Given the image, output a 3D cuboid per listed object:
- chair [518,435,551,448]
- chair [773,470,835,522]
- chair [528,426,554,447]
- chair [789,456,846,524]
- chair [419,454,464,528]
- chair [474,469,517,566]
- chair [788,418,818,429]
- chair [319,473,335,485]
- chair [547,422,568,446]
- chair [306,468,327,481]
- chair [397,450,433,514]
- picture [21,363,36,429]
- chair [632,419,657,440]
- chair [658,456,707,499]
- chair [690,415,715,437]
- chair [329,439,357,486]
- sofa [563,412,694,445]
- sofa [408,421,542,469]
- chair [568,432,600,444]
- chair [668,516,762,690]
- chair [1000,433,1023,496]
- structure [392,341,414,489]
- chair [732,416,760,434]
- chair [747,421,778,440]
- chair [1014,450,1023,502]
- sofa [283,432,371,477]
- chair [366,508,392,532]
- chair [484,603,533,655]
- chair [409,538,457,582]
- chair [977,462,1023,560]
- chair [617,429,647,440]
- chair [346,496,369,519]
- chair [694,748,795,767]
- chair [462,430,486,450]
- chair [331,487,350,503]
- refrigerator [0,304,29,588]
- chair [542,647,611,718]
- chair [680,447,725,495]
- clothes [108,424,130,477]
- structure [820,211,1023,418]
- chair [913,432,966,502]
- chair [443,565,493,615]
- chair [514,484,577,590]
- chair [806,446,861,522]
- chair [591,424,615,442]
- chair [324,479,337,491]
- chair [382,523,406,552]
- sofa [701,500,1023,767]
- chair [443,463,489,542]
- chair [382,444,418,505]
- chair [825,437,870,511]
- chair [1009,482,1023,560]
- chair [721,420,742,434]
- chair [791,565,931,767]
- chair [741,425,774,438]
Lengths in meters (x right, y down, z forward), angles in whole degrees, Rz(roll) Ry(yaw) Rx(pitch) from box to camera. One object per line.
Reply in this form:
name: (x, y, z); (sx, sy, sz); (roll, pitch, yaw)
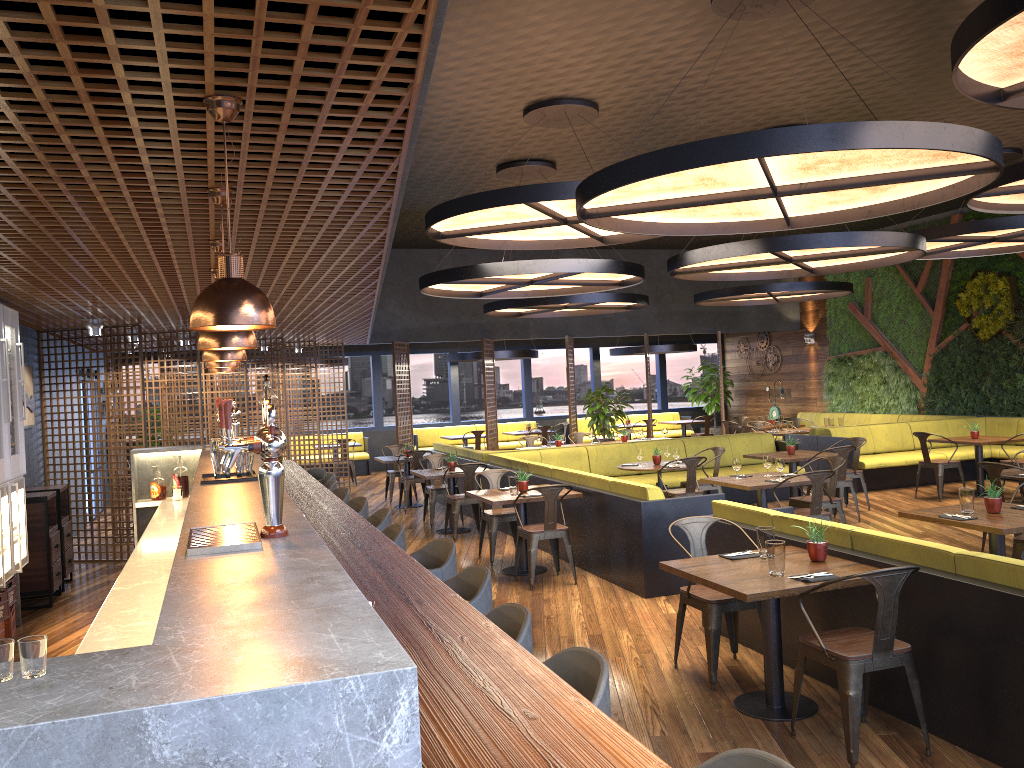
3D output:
chair: (0.402, 1.337, 14.939); (0.504, 0.917, 0.541); (-3, 0, -18)
chair: (2.698, 1.233, 8.178); (0.504, 0.917, 0.541); (-3, 0, -18)
chair: (0.619, 1.323, 18.495); (0.504, 0.917, 0.541); (-3, 0, -18)
chair: (3.129, 1.212, 9.060); (0.541, 0.917, 0.504); (-3, 0, -18)
chair: (-0.945, 1.405, 11.799); (0.504, 0.917, 0.541); (-3, 0, -18)
chair: (-0.102, 1.367, 9.235); (0.504, 0.917, 0.541); (-3, 0, -18)
chair: (5.395, 1.095, 16.361); (0.504, 0.917, 0.541); (-3, 0, -18)
chair: (-1.879, 1.389, 8.423); (0.438, 1.048, 0.483); (-3, 0, 10)
chair: (0.976, 1.305, 19.339); (0.541, 0.917, 0.504); (-3, 0, -18)
chair: (-2.075, 1.398, 8.978); (0.438, 1.048, 0.483); (-3, 0, -27)
chair: (-1.430, 1.427, 13.177); (0.504, 0.917, 0.541); (-3, 0, -18)
picture: (-5.150, 0.125, 9.367); (0.028, 0.697, 1.039); (-3, 0, -19)
chair: (2.895, 1.213, 19.259); (0.504, 0.917, 0.541); (-3, 0, -18)
chair: (1.954, 1.267, 10.104); (0.504, 0.917, 0.541); (-3, 0, -18)
chair: (4.249, 1.147, 19.713); (0.504, 0.917, 0.541); (-3, 0, -18)
chair: (-3.276, 1.513, 17.187); (0.504, 0.917, 0.541); (-3, 0, -18)
sofa: (2.850, 1.217, 21.366); (3.061, 0.914, 0.966); (-3, 0, -19)
sofa: (-0.739, 1.391, 20.162); (3.061, 0.914, 0.966); (-3, 0, -19)
chair: (1.261, 1.296, 15.228); (0.504, 0.917, 0.541); (-3, 0, -18)
chair: (1.263, 1.305, 5.444); (0.504, 0.917, 0.541); (-3, 0, -18)
chair: (6.630, 1.040, 11.465); (0.504, 0.917, 0.541); (-3, 0, -18)
structure: (-2.016, 0.562, 16.548); (0.050, 2.700, 0.852); (-3, 0, 11)
chair: (4.791, 1.123, 18.027); (0.504, 0.917, 0.541); (-3, 0, -18)
chair: (4.573, 1.135, 16.085); (0.504, 0.917, 0.541); (-3, 0, -18)
chair: (5.237, 1.110, 8.682); (0.504, 0.917, 0.541); (-3, 0, 21)
sofa: (-4.596, 1.578, 18.867); (3.061, 0.914, 0.966); (-3, 0, -19)
chair: (-0.977, 1.348, 5.730); (0.438, 1.048, 0.483); (-3, 0, 10)
chair: (-0.137, 1.310, 3.045); (0.483, 1.048, 0.438); (-3, 0, 43)
chair: (-0.474, 1.325, 4.420); (0.438, 1.048, 0.483); (-3, 0, 1)
chair: (4.549, 1.144, 8.020); (0.541, 0.917, 0.504); (-3, 0, -18)
chair: (2.113, 1.254, 15.514); (0.504, 0.917, 0.541); (-3, 0, -18)
chair: (-1.248, 1.360, 6.415); (0.483, 1.048, 0.438); (-3, 0, 32)
chair: (0.367, 1.287, 1.716); (0.483, 1.048, 0.438); (-3, 0, 43)
chair: (-0.736, 1.389, 18.040); (0.504, 0.917, 0.541); (-3, 0, -18)
chair: (-1.492, 1.371, 7.078); (0.438, 1.048, 0.483); (-3, 0, -4)
refrigerator: (-4.090, 0.439, 6.836); (0.454, 2.109, 1.159); (-3, 0, -19)
chair: (0.064, 1.301, 2.483); (0.483, 1.048, 0.438); (-3, 0, 43)
chair: (2.353, 1.247, 10.892); (0.541, 0.917, 0.504); (-3, 0, -18)
clothes: (-7.325, 1.420, 16.533); (0.401, 1.494, 0.423); (-3, 0, -23)
structure: (8.093, -0.872, 14.690); (0.918, 4.593, 9.182); (-3, 0, -19)
chair: (5.716, 1.084, 11.922); (0.541, 0.917, 0.504); (-3, 0, -18)
chair: (-0.282, 1.316, 3.717); (0.438, 1.048, 0.483); (-3, 0, 10)
chair: (0.293, 1.349, 8.054); (0.504, 0.917, 0.541); (-3, 0, -18)
chair: (3.800, 1.178, 10.515); (0.504, 0.917, 0.541); (-3, 0, -18)
chair: (2.014, 1.255, 19.751); (0.541, 0.917, 0.504); (-3, 0, -18)
chair: (-1.744, 1.383, 7.812); (0.483, 1.048, 0.438); (-3, 0, 43)
chair: (-0.812, 1.341, 5.065); (0.483, 1.048, 0.438); (-3, 0, 43)
sofa: (2.303, 1.259, 5.144); (0.966, 0.914, 3.061); (-3, 0, -19)
chair: (-0.549, 1.387, 10.617); (0.504, 0.917, 0.541); (-3, 0, -18)
chair: (-1.819, 1.445, 14.340); (0.504, 0.917, 0.541); (-3, 0, -18)
chair: (4.254, 1.155, 11.350); (0.541, 0.917, 0.504); (-3, 0, -18)
chair: (3.980, 1.173, 6.544); (0.541, 0.917, 0.504); (-3, 0, -41)
chair: (4.339, 1.145, 17.088); (0.541, 0.917, 0.504); (-3, 0, -18)
chair: (1.664, 1.287, 4.246); (0.504, 0.917, 0.541); (-3, 0, -18)
chair: (4.234, 1.152, 15.172); (0.541, 0.917, 0.504); (-3, 0, -18)
